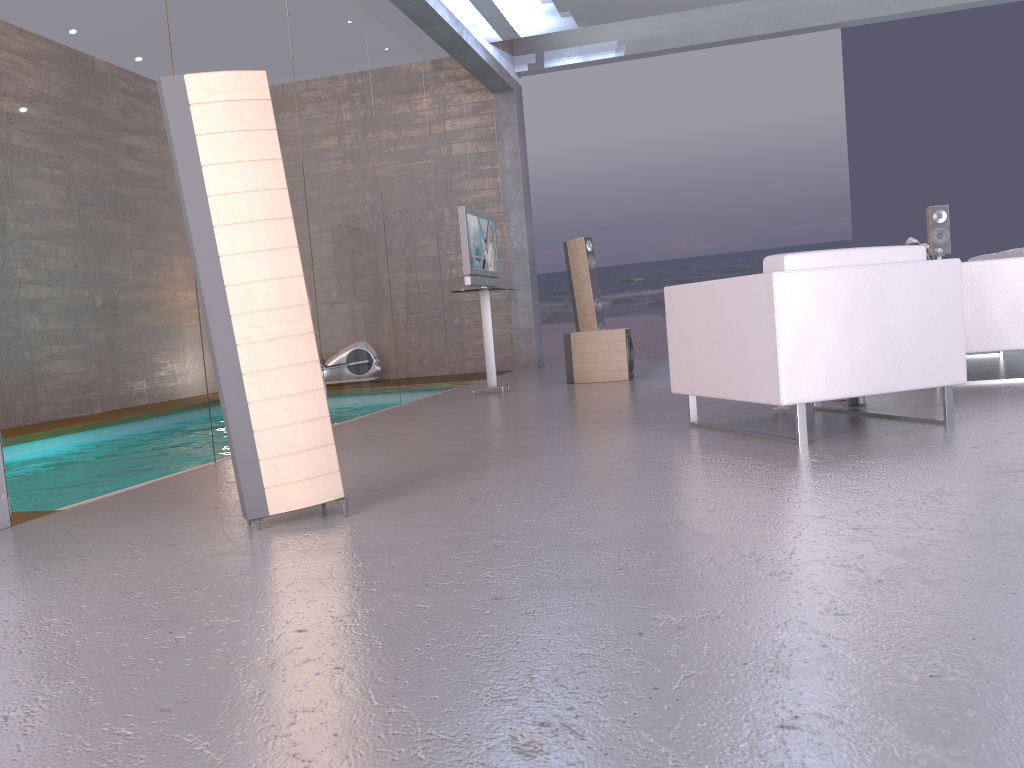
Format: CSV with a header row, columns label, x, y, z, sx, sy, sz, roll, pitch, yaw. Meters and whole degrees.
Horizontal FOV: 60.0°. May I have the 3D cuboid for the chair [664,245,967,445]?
label,x,y,z,sx,sy,sz,roll,pitch,yaw
chair,1.381,-0.205,4.214,0.936,0.808,1.026,-6,4,-16

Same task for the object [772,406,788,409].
label,x,y,z,sx,sy,sz,roll,pitch,yaw
object,1.493,0.022,4.952,0.091,0.233,0.091,-1,5,42

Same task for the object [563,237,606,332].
label,x,y,z,sx,sy,sz,roll,pitch,yaw
object,0.822,-0.888,9.886,0.444,1.469,0.244,-2,5,39

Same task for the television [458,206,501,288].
label,x,y,z,sx,sy,sz,roll,pitch,yaw
television,-0.271,-1.175,7.749,0.054,0.644,1.000,-4,4,14

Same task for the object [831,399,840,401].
label,x,y,z,sx,sy,sz,roll,pitch,yaw
object,1.882,0.055,5.043,0.079,0.087,0.235,-5,4,-8

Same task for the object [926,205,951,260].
label,x,y,z,sx,sy,sz,roll,pitch,yaw
object,4.123,-1.019,8.545,0.243,1.363,0.333,-3,4,20

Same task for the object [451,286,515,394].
label,x,y,z,sx,sy,sz,roll,pitch,yaw
object,-0.207,-0.400,7.806,0.360,0.958,0.818,-4,4,14

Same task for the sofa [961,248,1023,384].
label,x,y,z,sx,sy,sz,roll,pitch,yaw
sofa,3.282,-0.523,6.361,1.026,0.824,2.353,-4,4,14

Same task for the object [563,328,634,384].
label,x,y,z,sx,sy,sz,roll,pitch,yaw
object,0.810,-0.262,8.214,0.604,0.459,0.514,-4,4,14

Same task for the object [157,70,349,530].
label,x,y,z,sx,sy,sz,roll,pitch,yaw
object,-0.852,-0.267,2.920,0.444,1.473,0.244,-7,5,-31

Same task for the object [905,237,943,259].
label,x,y,z,sx,sy,sz,roll,pitch,yaw
object,3.727,-0.773,7.747,0.400,1.051,0.387,-8,5,-38

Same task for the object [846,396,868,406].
label,x,y,z,sx,sy,sz,roll,pitch,yaw
object,1.860,-0.102,4.814,0.109,0.435,0.109,-1,5,41
